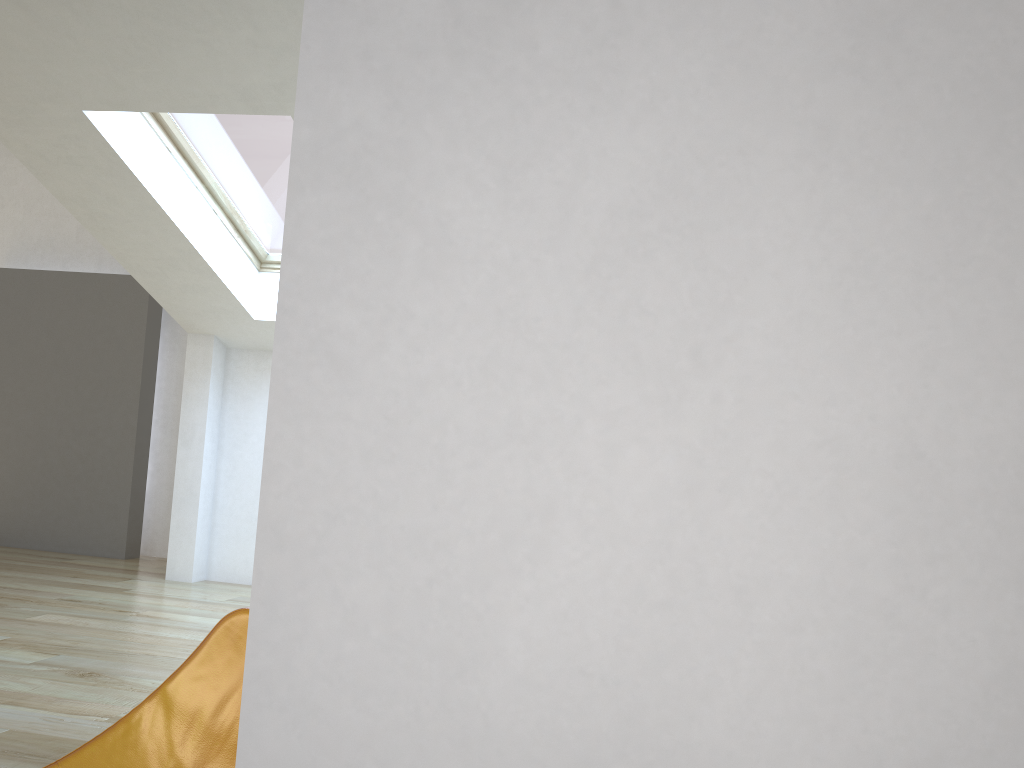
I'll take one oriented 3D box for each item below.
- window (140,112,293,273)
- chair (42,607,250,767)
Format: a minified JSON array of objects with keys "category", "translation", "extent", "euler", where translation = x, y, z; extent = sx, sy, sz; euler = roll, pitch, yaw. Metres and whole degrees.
[{"category":"window","translation":[-1.291,-1.079,5.100],"extent":[1.501,0.727,1.872],"euler":[4,-5,11]},{"category":"chair","translation":[-0.484,0.700,1.143],"extent":[0.651,0.721,0.723],"euler":[2,-4,41]}]
